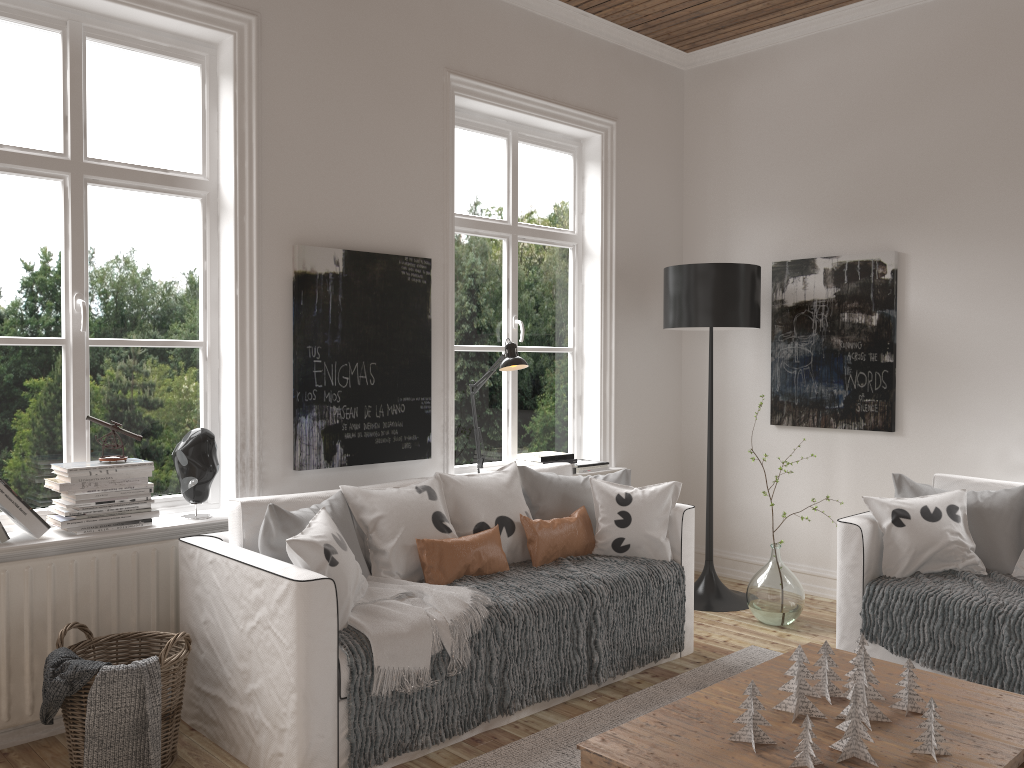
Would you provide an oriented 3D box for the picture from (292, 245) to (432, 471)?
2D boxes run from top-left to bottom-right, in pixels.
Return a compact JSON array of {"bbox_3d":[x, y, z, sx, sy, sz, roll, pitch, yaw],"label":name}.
[{"bbox_3d":[-0.626,-0.109,3.807,0.680,0.908,0.041,-1,2,-44],"label":"picture"}]

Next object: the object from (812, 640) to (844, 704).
[{"bbox_3d":[0.903,0.815,2.546,0.090,0.164,0.095,-1,2,-37],"label":"object"}]

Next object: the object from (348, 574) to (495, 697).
[{"bbox_3d":[-0.399,0.803,3.091,0.588,0.255,0.729,-1,2,-40],"label":"object"}]

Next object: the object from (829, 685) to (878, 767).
[{"bbox_3d":[0.831,0.818,2.159,0.097,0.178,0.103,0,2,9],"label":"object"}]

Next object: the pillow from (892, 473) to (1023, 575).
[{"bbox_3d":[1.828,0.588,3.616,0.541,0.431,0.282,1,2,20],"label":"pillow"}]

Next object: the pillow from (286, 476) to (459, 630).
[{"bbox_3d":[-0.505,0.593,3.165,0.417,0.414,1.020,1,2,28],"label":"pillow"}]

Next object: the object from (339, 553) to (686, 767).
[{"bbox_3d":[-0.073,0.932,3.390,1.680,0.423,0.651,-1,2,-43],"label":"object"}]

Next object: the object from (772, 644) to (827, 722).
[{"bbox_3d":[0.782,0.804,2.419,0.112,0.193,0.106,0,2,-16],"label":"object"}]

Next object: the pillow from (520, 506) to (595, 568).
[{"bbox_3d":[0.205,0.644,3.728,0.414,0.235,0.117,-1,2,-44],"label":"pillow"}]

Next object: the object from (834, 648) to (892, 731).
[{"bbox_3d":[0.944,0.805,2.377,0.113,0.195,0.107,-1,2,-37],"label":"object"}]

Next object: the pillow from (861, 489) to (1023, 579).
[{"bbox_3d":[1.899,0.594,3.420,1.020,0.414,0.417,1,2,28],"label":"pillow"}]

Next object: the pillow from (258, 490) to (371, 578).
[{"bbox_3d":[-0.702,0.594,3.094,0.282,0.431,0.541,1,2,20],"label":"pillow"}]

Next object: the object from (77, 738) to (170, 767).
[{"bbox_3d":[-1.204,1.084,2.763,0.280,0.186,0.291,1,2,32],"label":"object"}]

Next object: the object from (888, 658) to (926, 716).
[{"bbox_3d":[1.093,0.827,2.442,0.075,0.147,0.075,0,2,-12],"label":"object"}]

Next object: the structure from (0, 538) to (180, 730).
[{"bbox_3d":[-1.411,0.971,3.058,1.223,0.829,0.095,-1,2,-44],"label":"structure"}]

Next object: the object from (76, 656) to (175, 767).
[{"bbox_3d":[-1.191,0.985,2.713,0.290,0.356,0.349,0,2,-14],"label":"object"}]

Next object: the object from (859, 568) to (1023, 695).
[{"bbox_3d":[2.147,0.908,3.004,0.656,0.390,1.704,-1,2,-43],"label":"object"}]

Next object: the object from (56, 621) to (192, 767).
[{"bbox_3d":[-1.204,0.972,2.755,0.393,0.432,0.393,0,2,-22],"label":"object"}]

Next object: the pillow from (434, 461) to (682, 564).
[{"bbox_3d":[0.191,0.571,3.790,1.081,0.450,0.403,0,2,-19],"label":"pillow"}]

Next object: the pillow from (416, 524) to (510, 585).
[{"bbox_3d":[-0.179,0.676,3.399,0.414,0.220,0.116,-1,2,-42],"label":"pillow"}]

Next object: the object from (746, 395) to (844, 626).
[{"bbox_3d":[1.386,0.606,4.347,0.515,1.117,0.275,-1,2,-27],"label":"object"}]

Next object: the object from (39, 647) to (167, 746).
[{"bbox_3d":[-1.247,0.968,2.698,0.303,0.332,0.367,1,2,37],"label":"object"}]

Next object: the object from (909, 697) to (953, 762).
[{"bbox_3d":[1.028,0.837,2.173,0.073,0.142,0.072,-1,2,-36],"label":"object"}]

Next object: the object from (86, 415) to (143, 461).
[{"bbox_3d":[-1.407,0.188,3.142,0.177,0.161,0.092,1,2,14],"label":"object"}]

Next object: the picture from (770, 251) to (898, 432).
[{"bbox_3d":[1.692,-0.219,4.705,0.041,0.908,0.680,-1,2,-44],"label":"picture"}]

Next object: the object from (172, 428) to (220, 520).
[{"bbox_3d":[-1.194,0.334,3.347,0.171,0.340,0.177,0,2,-8],"label":"object"}]

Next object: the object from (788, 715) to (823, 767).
[{"bbox_3d":[0.699,0.846,2.109,0.068,0.124,0.072,1,2,31],"label":"object"}]

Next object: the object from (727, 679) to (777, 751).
[{"bbox_3d":[0.608,0.824,2.236,0.088,0.161,0.093,-1,2,-34],"label":"object"}]

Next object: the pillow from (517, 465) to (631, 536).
[{"bbox_3d":[0.274,0.577,3.973,0.546,0.437,0.292,0,2,-10],"label":"pillow"}]

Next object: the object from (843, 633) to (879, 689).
[{"bbox_3d":[1.016,0.809,2.576,0.090,0.176,0.090,0,2,8],"label":"object"}]
